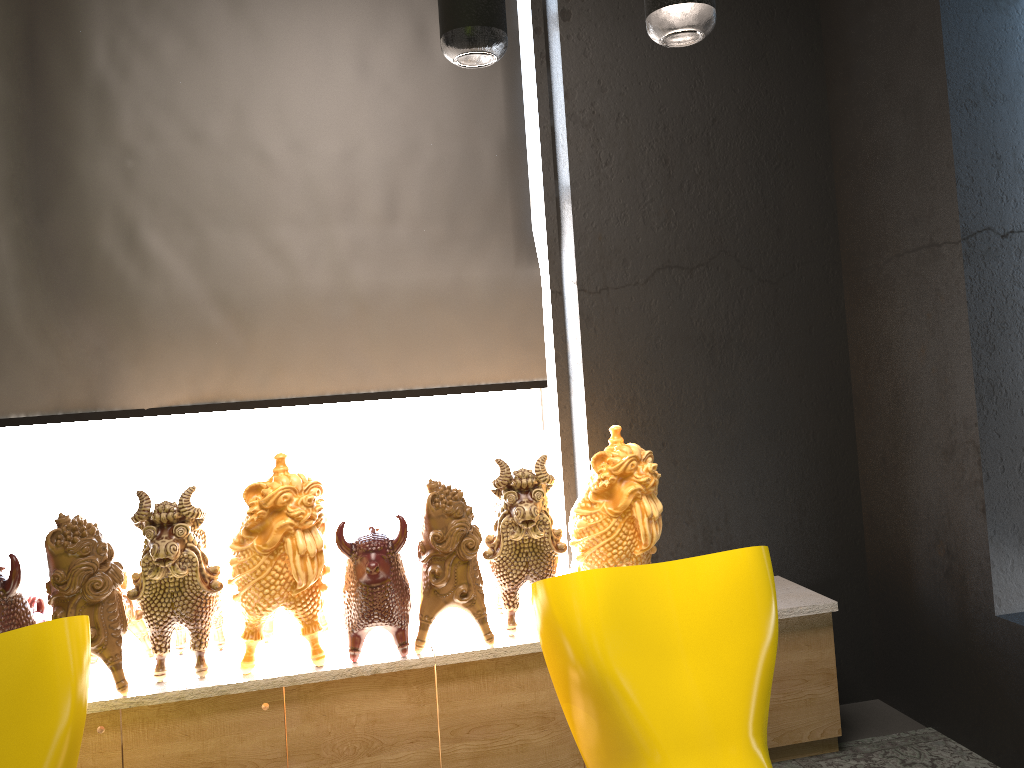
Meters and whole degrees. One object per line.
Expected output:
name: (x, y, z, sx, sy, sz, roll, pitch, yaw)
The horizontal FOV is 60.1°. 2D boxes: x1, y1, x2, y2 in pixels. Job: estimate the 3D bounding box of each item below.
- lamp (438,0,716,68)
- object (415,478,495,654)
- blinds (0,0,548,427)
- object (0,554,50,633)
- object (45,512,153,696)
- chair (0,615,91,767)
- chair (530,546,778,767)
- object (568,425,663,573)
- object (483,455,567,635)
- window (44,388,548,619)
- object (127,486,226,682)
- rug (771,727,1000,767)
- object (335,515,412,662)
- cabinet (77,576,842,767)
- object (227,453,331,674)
lamp: (0.159, -1.718, 0.657, 2.836, 2.279, 2.678, -4, 0, 32)
object: (-0.206, 0.563, 2.928, 0.249, 0.547, 0.474, -4, -1, -4)
blinds: (-3.459, -0.647, 2.311, 12.702, 3.320, 3.519, -4, -1, 8)
object: (-1.479, 0.694, 2.602, 0.219, 0.442, 0.461, -4, -1, -7)
object: (-1.252, 0.637, 2.702, 0.249, 0.547, 0.474, -4, -1, -4)
chair: (-1.093, 0.994, 1.744, 0.659, 0.899, 1.065, -3, -1, -42)
chair: (0.469, 0.884, 2.073, 0.659, 0.899, 1.066, -3, 0, -17)
object: (0.325, 0.463, 3.003, 0.307, 0.656, 0.468, -4, -1, -7)
object: (0.013, 0.520, 2.946, 0.272, 0.581, 0.428, -3, -1, -19)
window: (-1.054, -0.741, 3.599, 2.311, 3.177, 0.051, -3, -3, -12)
object: (-1.033, 0.595, 2.721, 0.272, 0.581, 0.428, -3, -1, -19)
rug: (0.167, 1.355, 1.761, 3.599, 0.010, 2.185, -4, 1, -12)
object: (-0.434, 0.620, 2.828, 0.219, 0.442, 0.461, -4, -1, -7)
cabinet: (-0.257, 1.093, 2.882, 2.732, 0.532, 0.403, -4, -1, -12)
object: (-0.720, 0.537, 2.778, 0.307, 0.656, 0.468, -4, -1, -7)
